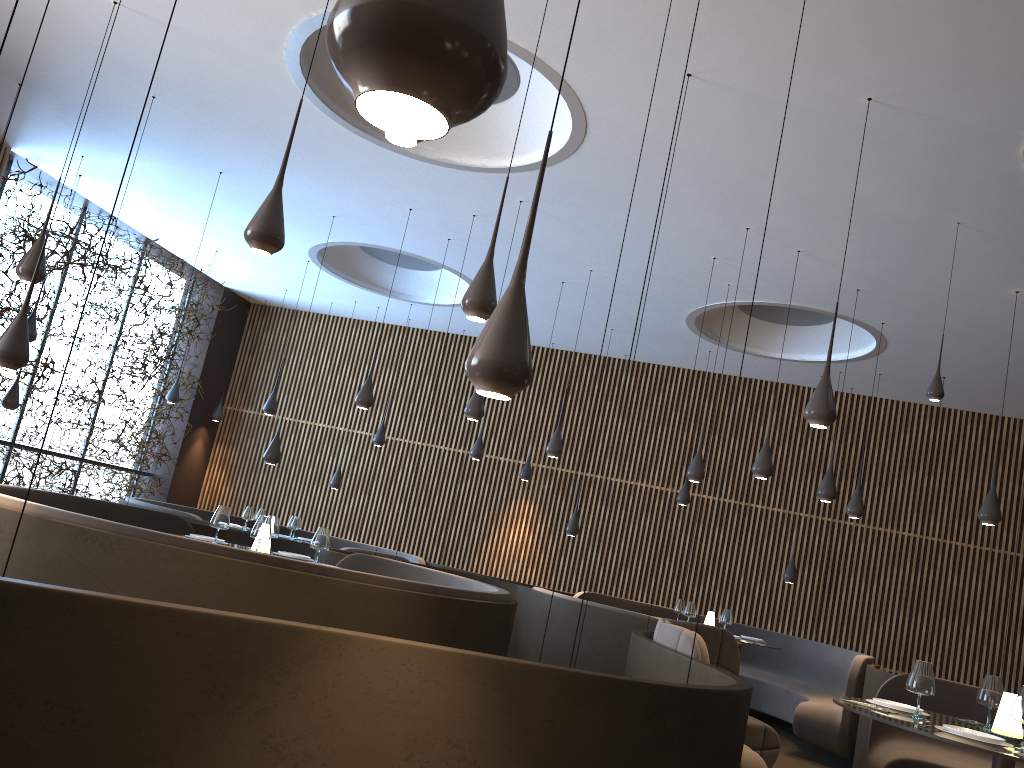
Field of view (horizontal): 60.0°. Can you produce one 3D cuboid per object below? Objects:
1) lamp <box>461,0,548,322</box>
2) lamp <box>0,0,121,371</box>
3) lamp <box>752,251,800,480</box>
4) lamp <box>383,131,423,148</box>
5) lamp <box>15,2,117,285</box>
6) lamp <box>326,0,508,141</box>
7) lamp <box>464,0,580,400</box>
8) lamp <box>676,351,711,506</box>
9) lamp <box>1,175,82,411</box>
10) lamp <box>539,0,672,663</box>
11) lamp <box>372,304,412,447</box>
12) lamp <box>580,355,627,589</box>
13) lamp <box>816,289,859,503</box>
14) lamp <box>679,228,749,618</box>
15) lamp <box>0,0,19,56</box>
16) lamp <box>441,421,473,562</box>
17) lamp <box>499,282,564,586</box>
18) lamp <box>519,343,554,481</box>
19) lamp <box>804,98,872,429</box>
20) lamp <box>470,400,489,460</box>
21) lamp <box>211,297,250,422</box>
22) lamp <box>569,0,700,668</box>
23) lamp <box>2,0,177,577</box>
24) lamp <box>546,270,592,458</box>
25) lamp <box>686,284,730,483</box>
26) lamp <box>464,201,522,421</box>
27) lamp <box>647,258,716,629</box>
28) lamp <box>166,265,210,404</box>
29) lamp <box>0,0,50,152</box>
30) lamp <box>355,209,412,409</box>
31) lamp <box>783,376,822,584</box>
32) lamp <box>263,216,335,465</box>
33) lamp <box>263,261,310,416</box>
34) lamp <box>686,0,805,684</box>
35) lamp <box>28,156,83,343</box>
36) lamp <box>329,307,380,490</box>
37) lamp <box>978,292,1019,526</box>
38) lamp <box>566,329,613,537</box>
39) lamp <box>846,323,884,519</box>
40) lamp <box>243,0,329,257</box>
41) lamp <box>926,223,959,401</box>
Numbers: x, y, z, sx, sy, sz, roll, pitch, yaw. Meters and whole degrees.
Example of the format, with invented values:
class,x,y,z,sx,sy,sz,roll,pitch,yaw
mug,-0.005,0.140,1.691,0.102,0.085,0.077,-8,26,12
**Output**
class,x,y,z,sx,sy,sz,roll,pitch,yaw
lamp,0.041,-1.409,4.840,0.195,2.215,0.197,11,-9,10
lamp,-2.538,-1.508,5.221,0.196,2.949,0.196,15,-10,-20
lamp,2.518,-0.203,8.313,0.197,2.215,0.196,20,-12,-39
lamp,-0.109,-1.815,2.883,0.197,2.215,0.196,20,-12,-39
lamp,-3.201,-1.786,6.461,0.195,2.215,0.197,11,-9,10
lamp,0.190,-1.705,1.174,0.197,2.949,0.196,20,-12,-39
lamp,0.253,-1.390,2.735,0.195,2.949,0.197,9,-10,20
lamp,2.588,0.605,12.437,0.196,2.215,0.196,14,-9,-10
lamp,-5.560,-1.123,10.565,0.197,2.949,0.196,20,-12,-39
lamp,0.280,0.659,4.410,0.195,6.250,0.197,4,-12,39
lamp,-1.767,-0.148,13.369,0.196,2.215,0.196,12,-9,0
lamp,1.129,2.569,13.353,0.195,6.250,0.197,7,-11,30
lamp,3.342,0.098,8.974,0.195,2.215,0.197,11,-9,10
lamp,1.541,1.572,7.734,0.197,6.250,0.196,20,-12,-39
lamp,-1.610,-0.142,2.362,0.197,6.250,0.196,20,-12,-39
lamp,-0.891,2.005,12.674,0.195,6.250,0.197,7,-11,30
lamp,-0.020,1.760,10.442,0.195,6.250,0.197,7,-11,30
lamp,0.424,0.423,13.895,0.196,2.215,0.196,12,-9,0
lamp,2.122,-0.805,5.654,0.196,2.215,0.196,17,-11,-30
lamp,-0.266,-0.040,12.265,0.196,2.215,0.196,12,-9,0
lamp,-4.795,-0.440,15.216,0.195,2.215,0.197,4,-12,39
lamp,0.368,0.545,3.721,0.196,6.250,0.196,12,-9,0
lamp,-1.504,-0.004,2.958,0.195,6.250,0.197,9,-10,20
lamp,0.690,-0.249,10.122,0.197,2.215,0.196,20,-12,-39
lamp,2.172,-0.029,9.617,0.197,2.215,0.196,20,-12,-39
lamp,-0.142,-0.730,8.556,0.197,2.215,0.196,20,-12,-39
lamp,1.434,1.720,8.622,0.197,6.250,0.196,20,-12,-39
lamp,-4.944,-0.777,13.635,0.195,2.215,0.197,4,-12,39
lamp,-2.283,-0.071,3.475,0.195,6.250,0.197,9,-10,20
lamp,-1.325,-0.816,9.400,0.197,2.215,0.196,20,-12,-39
lamp,4.119,1.312,12.430,0.196,2.949,0.196,12,-9,0
lamp,-2.383,-0.531,10.104,0.195,2.949,0.197,11,-9,10
lamp,-3.078,-0.650,12.225,0.196,2.215,0.196,12,-9,0
lamp,0.892,0.704,3.962,0.196,6.250,0.196,12,-9,0
lamp,-5.137,-1.531,9.951,0.197,2.215,0.196,20,-12,-39
lamp,-2.436,0.197,13.929,0.196,2.949,0.196,12,-9,0
lamp,4.531,0.202,8.176,0.195,2.215,0.197,11,-9,10
lamp,1.114,0.647,12.320,0.196,2.949,0.196,12,-9,0
lamp,3.943,0.386,9.798,0.196,2.215,0.196,12,-9,0
lamp,-0.980,-1.700,4.443,0.195,2.215,0.197,9,-10,20
lamp,3.503,-0.596,7.144,0.133,1.502,0.133,11,-9,10
